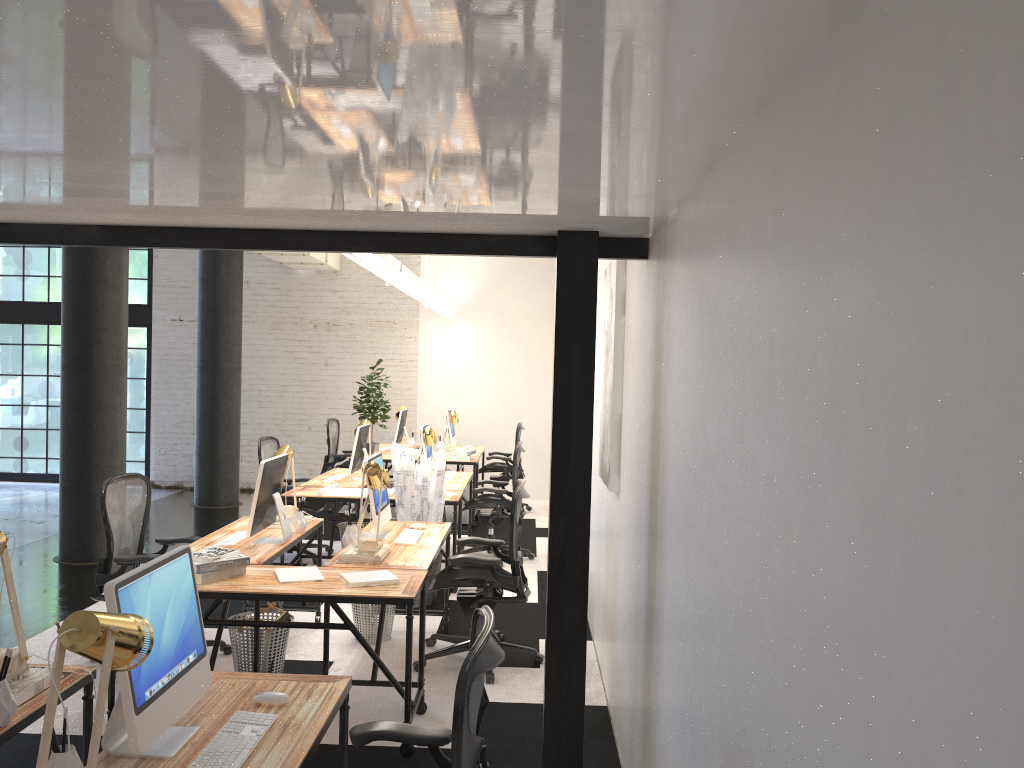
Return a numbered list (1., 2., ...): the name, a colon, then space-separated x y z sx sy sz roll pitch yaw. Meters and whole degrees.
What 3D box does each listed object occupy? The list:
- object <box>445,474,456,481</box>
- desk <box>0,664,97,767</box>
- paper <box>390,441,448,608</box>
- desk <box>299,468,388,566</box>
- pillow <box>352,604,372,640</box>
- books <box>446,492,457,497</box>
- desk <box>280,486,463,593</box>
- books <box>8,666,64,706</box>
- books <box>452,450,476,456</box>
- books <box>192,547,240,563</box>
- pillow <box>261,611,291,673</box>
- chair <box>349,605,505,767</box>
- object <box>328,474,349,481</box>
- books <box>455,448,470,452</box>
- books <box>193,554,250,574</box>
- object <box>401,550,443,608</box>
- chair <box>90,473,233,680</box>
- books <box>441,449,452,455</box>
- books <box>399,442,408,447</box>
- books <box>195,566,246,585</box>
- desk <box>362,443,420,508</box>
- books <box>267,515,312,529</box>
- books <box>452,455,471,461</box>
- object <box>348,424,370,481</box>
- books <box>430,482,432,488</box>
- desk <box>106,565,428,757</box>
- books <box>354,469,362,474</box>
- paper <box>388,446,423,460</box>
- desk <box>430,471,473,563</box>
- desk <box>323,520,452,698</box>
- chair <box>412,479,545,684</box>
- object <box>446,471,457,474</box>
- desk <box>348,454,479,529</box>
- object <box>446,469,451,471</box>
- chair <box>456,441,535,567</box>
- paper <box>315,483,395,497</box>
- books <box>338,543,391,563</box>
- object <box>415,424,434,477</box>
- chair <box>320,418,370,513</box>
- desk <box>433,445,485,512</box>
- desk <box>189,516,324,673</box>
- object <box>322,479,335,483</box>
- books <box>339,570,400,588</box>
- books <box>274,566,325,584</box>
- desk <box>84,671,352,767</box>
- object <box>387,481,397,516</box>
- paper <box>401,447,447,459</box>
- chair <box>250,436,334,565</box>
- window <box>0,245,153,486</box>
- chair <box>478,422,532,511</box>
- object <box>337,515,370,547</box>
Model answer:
1. object: -0.591 0.861 8.159 0.118 0.018 0.438 2 1 1
2. desk: -1.657 1.298 2.257 0.529 0.725 1.400 2 1 1
3. paper: -0.692 1.019 6.541 0.412 1.198 0.440 1 2 -21
4. desk: -1.513 1.208 8.088 0.529 0.725 1.400 2 1 1
5. pillow: -0.957 1.422 5.645 0.119 0.407 0.239 2 2 2
6. books: -0.596 0.878 7.108 0.243 0.019 0.205 2 1 39
7. desk: -1.104 1.235 7.105 1.401 0.725 0.529 2 1 1
8. books: -1.538 0.912 2.664 0.225 0.038 0.308 2 1 1
9. books: -0.530 0.753 9.726 0.193 0.044 0.257 2 1 19
10. books: -1.413 0.808 4.199 0.153 0.030 0.185 2 1 29
11. pillow: -1.267 1.428 4.725 0.119 0.407 0.239 2 2 2
12. chair: -0.320 1.156 2.313 0.792 1.086 0.770 1 2 -15
13. object: -1.568 0.837 7.969 0.118 0.018 0.438 2 1 1
14. books: -0.544 0.721 9.726 0.153 0.030 0.185 2 1 -1
15. books: -1.401 0.840 4.191 0.257 0.044 0.193 1 1 -41
16. object: -0.691 1.431 6.534 0.353 0.398 0.353 0 2 -44
17. chair: -2.012 1.066 5.101 0.792 1.086 0.770 1 2 -15
18. books: -0.730 0.790 10.314 0.225 0.038 0.308 2 1 1
19. books: -1.359 0.759 11.175 0.225 0.038 0.308 2 1 1
20. books: -1.430 0.886 4.191 0.200 0.050 0.271 2 1 29
21. desk: -1.478 1.144 10.769 0.529 0.725 1.400 2 1 1
22. books: -1.412 0.869 5.599 0.225 0.038 0.308 2 1 1
23. books: -0.554 0.800 9.713 0.200 0.050 0.271 2 1 -1
24. object: -1.340 0.611 7.932 0.189 0.485 0.483 2 1 1
25. books: -0.764 0.853 7.633 0.225 0.038 0.308 2 1 1
26. desk: -1.123 1.281 4.209 1.401 0.725 0.529 2 1 1
27. books: -1.394 0.823 8.495 0.225 0.038 0.308 2 1 1
28. paper: -1.212 0.761 9.931 0.083 0.082 1.133 1 1 -24
29. desk: -0.666 1.231 8.064 0.529 0.725 1.400 2 1 1
30. desk: -0.685 1.277 5.168 0.529 0.725 1.400 2 1 1
31. chair: -0.194 1.112 5.248 0.792 1.086 0.770 1 2 -15
32. object: -0.576 0.849 8.487 0.106 0.029 0.059 2 1 2
33. desk: -1.070 1.171 9.785 1.401 0.725 0.529 2 1 1
34. object: -0.825 1.301 11.215 0.353 0.435 0.358 1 1 -2
35. chair: -0.175 1.066 8.144 0.792 1.086 0.770 1 2 -15
36. paper: -1.214 0.846 7.125 0.626 0.061 0.567 2 1 -1
37. books: -0.783 0.899 4.737 0.225 0.038 0.308 2 1 1
38. object: -0.806 0.621 8.182 0.189 0.485 0.483 2 1 1
39. chair: -1.959 0.956 10.677 0.792 1.086 0.770 1 2 -15
40. desk: -0.632 1.168 10.744 0.529 0.725 1.400 2 1 1
41. desk: -1.531 1.254 5.192 0.529 0.725 1.400 2 1 1
42. object: -1.582 0.836 7.641 0.106 0.029 0.059 2 1 2
43. books: -0.675 0.920 4.192 0.235 0.024 0.200 1 1 -25
44. books: -1.019 0.913 4.241 0.205 0.019 0.243 1 1 -21
45. desk: -0.811 1.321 2.233 0.529 0.725 1.400 2 1 1
46. object: -1.292 1.303 10.307 0.353 0.435 0.358 1 1 -2
47. paper: -1.044 0.765 9.927 0.083 0.082 1.133 1 1 -34
48. chair: -1.994 1.020 7.997 0.792 1.086 0.770 1 2 -15
49. window: -6.094 -1.155 12.337 2.491 5.182 0.137 2 2 1
50. chair: -0.141 1.002 10.825 0.792 1.086 0.770 1 2 -15
51. object: -1.327 1.367 7.627 0.353 0.435 0.358 1 1 -2
